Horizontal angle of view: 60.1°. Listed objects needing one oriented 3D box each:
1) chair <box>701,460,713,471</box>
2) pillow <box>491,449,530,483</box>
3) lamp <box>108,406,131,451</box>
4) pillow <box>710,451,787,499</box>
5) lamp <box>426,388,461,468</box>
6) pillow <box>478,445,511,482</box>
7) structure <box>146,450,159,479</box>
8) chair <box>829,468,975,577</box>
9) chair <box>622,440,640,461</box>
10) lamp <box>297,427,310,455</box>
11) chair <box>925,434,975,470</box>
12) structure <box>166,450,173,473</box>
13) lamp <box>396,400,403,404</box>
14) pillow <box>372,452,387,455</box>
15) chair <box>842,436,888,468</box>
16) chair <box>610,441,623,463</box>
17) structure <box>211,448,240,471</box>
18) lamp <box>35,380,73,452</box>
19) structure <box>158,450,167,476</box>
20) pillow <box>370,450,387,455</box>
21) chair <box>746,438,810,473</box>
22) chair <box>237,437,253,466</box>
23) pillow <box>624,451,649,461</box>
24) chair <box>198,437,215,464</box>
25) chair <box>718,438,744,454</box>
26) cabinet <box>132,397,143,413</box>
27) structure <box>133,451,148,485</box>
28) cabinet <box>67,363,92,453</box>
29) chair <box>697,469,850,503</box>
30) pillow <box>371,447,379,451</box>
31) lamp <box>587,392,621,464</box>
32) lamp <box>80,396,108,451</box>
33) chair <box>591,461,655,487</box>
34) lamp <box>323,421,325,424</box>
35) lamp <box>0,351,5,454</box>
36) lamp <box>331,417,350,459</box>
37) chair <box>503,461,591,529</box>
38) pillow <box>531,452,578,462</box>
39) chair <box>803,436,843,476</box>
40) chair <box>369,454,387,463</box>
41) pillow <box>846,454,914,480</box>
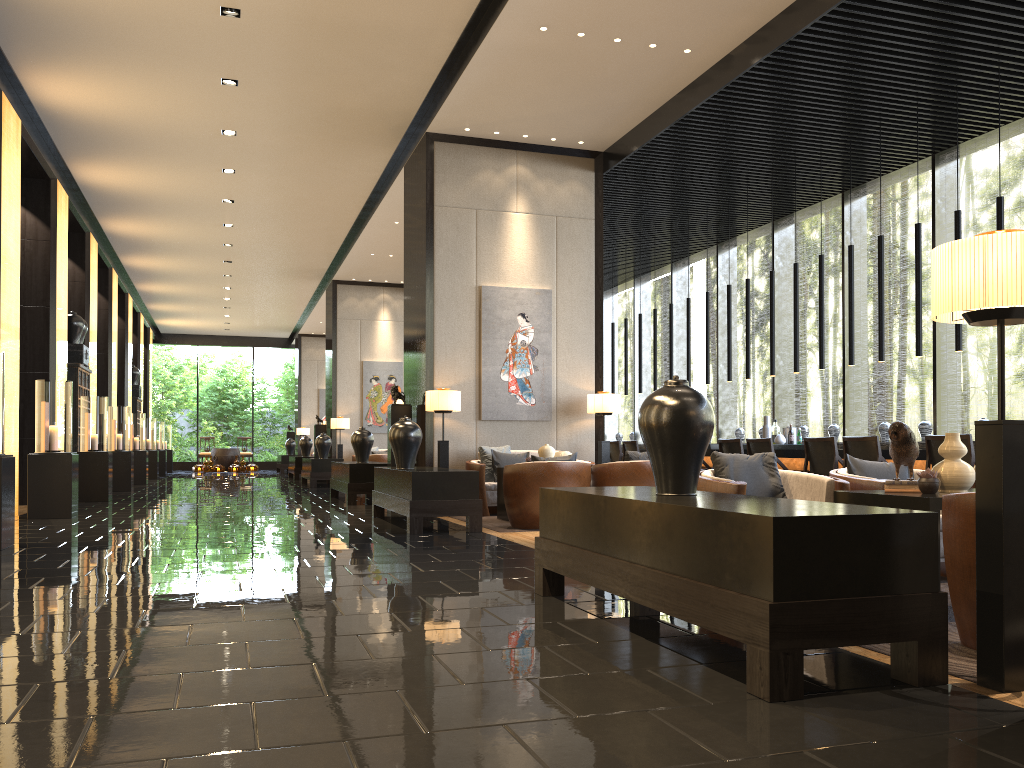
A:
[{"bbox_3d":[2.334,1.103,11.029,0.563,0.826,0.526,1,-2,-18],"label":"chair"},{"bbox_3d":[-0.017,0.878,9.515,0.472,0.361,0.219,1,-2,-21],"label":"pillow"},{"bbox_3d":[-6.491,0.739,14.639,0.337,0.728,0.337,0,-1,-16],"label":"lamp"},{"bbox_3d":[1.266,0.540,4.748,0.399,0.362,0.222,1,-2,-17],"label":"pillow"},{"bbox_3d":[-0.732,0.724,9.433,0.375,1.346,0.375,-1,-1,33],"label":"lamp"},{"bbox_3d":[-0.161,0.866,9.632,0.433,0.399,0.201,2,-2,-40],"label":"pillow"},{"bbox_3d":[-8.296,1.844,20.213,0.402,0.657,0.403,1,-2,-18],"label":"structure"},{"bbox_3d":[2.116,0.767,4.896,0.804,0.603,0.607,1,-3,-18],"label":"chair"},{"bbox_3d":[1.845,1.213,12.540,0.563,0.826,0.526,1,-2,-18],"label":"chair"},{"bbox_3d":[-6.248,1.962,26.482,0.375,1.349,0.375,0,-1,12],"label":"lamp"},{"bbox_3d":[3.623,0.813,7.044,0.563,0.826,0.526,1,-2,-18],"label":"chair"},{"bbox_3d":[-10.103,2.251,25.800,0.402,0.657,0.403,1,-2,-18],"label":"structure"},{"bbox_3d":[-1.289,0.864,11.153,0.375,1.318,0.375,0,-1,26],"label":"lamp"},{"bbox_3d":[-2.357,1.377,16.212,0.441,0.338,0.205,1,-2,-11],"label":"pillow"},{"bbox_3d":[3.311,0.883,8.007,0.563,0.826,0.526,1,-2,-18],"label":"chair"},{"bbox_3d":[1.668,1.253,13.088,0.563,0.826,0.526,1,-2,-18],"label":"chair"},{"bbox_3d":[-8.853,2.340,27.369,0.874,0.709,0.875,2,-3,-30],"label":"structure"},{"bbox_3d":[-4.683,0.333,9.051,0.337,0.728,0.337,1,-2,-45],"label":"lamp"},{"bbox_3d":[-9.200,2.048,23.006,0.402,0.657,0.403,1,-2,-18],"label":"structure"},{"bbox_3d":[-2.748,1.491,17.957,0.472,0.361,0.219,1,-2,-21],"label":"pillow"},{"bbox_3d":[2.823,0.993,9.518,0.563,0.826,0.526,1,-2,-18],"label":"chair"},{"bbox_3d":[-8.518,2.221,28.198,0.520,1.075,0.537,0,-2,-18],"label":"chair"},{"bbox_3d":[1.190,0.779,8.036,0.399,0.362,0.222,1,-2,-17],"label":"pillow"},{"bbox_3d":[-9.591,2.196,27.850,0.520,1.075,0.537,0,-2,-18],"label":"chair"},{"bbox_3d":[2.646,1.033,10.066,0.563,0.826,0.526,1,-2,-18],"label":"chair"},{"bbox_3d":[-9.319,1.310,21.491,0.547,1.921,1.189,0,-2,-18],"label":"cabinet"},{"bbox_3d":[-7.392,1.641,17.419,0.402,0.657,0.403,1,-2,-18],"label":"structure"},{"bbox_3d":[-6.604,0.700,13.101,0.547,1.921,1.189,0,-2,-18],"label":"cabinet"},{"bbox_3d":[1.302,0.748,4.633,0.804,0.603,0.607,1,-3,-18],"label":"chair"},{"bbox_3d":[-2.892,1.479,18.074,0.433,0.399,0.201,2,-2,-40],"label":"pillow"},{"bbox_3d":[1.040,0.765,10.006,0.375,1.349,0.375,0,-1,12],"label":"lamp"},{"bbox_3d":[-5.587,0.536,11.845,0.337,0.728,0.337,0,-1,-13],"label":"lamp"},{"bbox_3d":[1.155,1.003,8.146,0.804,0.603,0.607,1,-3,-18],"label":"chair"},{"bbox_3d":[-4.036,1.465,19.646,0.375,1.349,0.375,0,-1,1],"label":"lamp"},{"bbox_3d":[-3.779,0.130,6.257,0.337,0.728,0.337,1,-2,-45],"label":"lamp"},{"bbox_3d":[-3.480,1.340,17.926,0.375,1.349,0.375,0,-1,1],"label":"lamp"},{"bbox_3d":[0.340,0.984,7.883,0.804,0.603,0.607,1,-3,-18],"label":"chair"},{"bbox_3d":[0.374,0.763,7.770,0.441,0.338,0.205,1,-2,-11],"label":"pillow"},{"bbox_3d":[3.135,0.923,8.555,0.563,0.826,0.526,1,-2,-18],"label":"chair"},{"bbox_3d":[-2.391,1.598,16.325,0.804,0.603,0.607,1,-3,-18],"label":"chair"},{"bbox_3d":[2.083,0.563,5.014,0.441,0.338,0.205,1,-2,-11],"label":"pillow"}]
